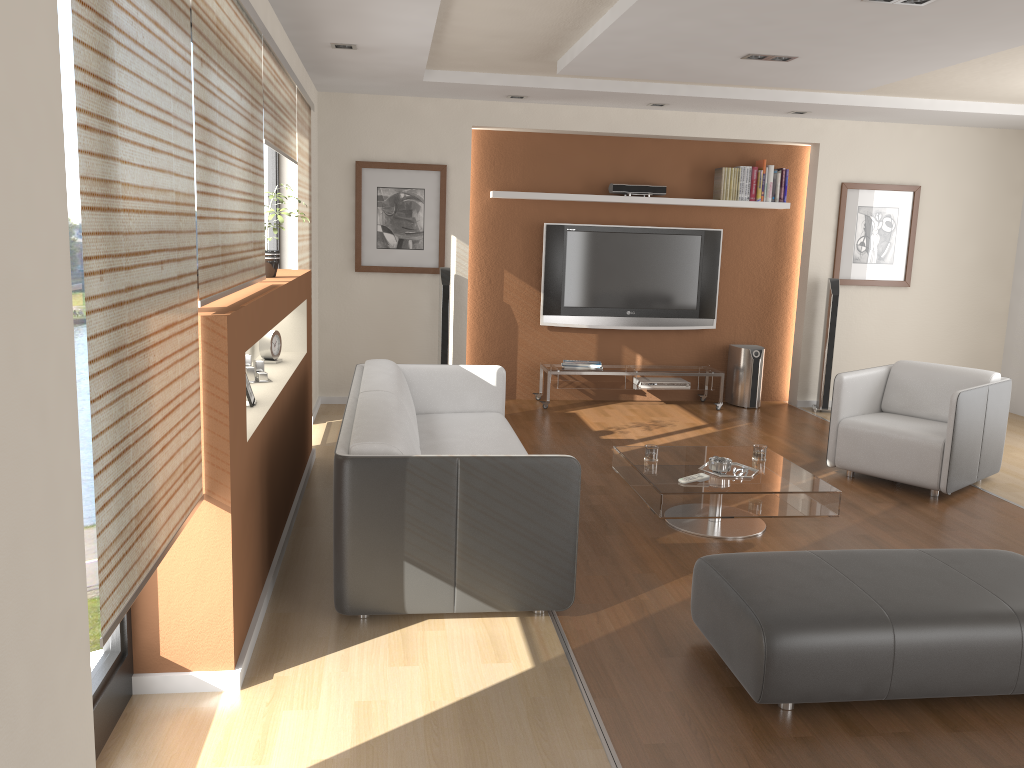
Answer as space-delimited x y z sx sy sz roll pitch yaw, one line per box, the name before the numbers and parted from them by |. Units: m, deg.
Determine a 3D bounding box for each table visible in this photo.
table | 1.075 0.581 4.665 0.900 0.300 0.900 1 10 -8

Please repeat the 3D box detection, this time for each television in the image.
television | 1.047 -0.933 7.809 1.594 0.900 0.097 1 10 -8

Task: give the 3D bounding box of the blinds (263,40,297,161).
blinds | -1.194 -1.424 4.614 0.001 0.441 1.432 1 10 -8

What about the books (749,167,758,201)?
books | 2.088 -1.745 7.761 0.053 0.293 0.169 1 10 -8

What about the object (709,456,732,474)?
object | 1.063 0.410 4.529 0.118 0.079 0.117 2 10 -1

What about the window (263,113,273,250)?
window | -1.659 -0.767 5.928 0.010 2.162 0.889 1 10 -8

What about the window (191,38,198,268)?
window | -1.379 -0.998 3.928 0.010 0.986 2.817 1 10 -8

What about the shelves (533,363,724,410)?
shelves | 1.012 0.020 7.777 1.617 0.340 0.444 1 10 -8

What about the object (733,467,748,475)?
object | 1.175 0.436 4.530 0.051 0.035 0.147 8 12 33

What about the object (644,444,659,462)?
object | 0.743 0.368 4.725 0.079 0.077 0.079 -1 10 -19

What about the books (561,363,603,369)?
books | 0.605 -0.158 7.678 0.326 0.017 0.228 1 10 -5

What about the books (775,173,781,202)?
books | 2.307 -1.720 7.795 0.028 0.248 0.169 1 10 -8

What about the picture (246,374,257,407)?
picture | -1.130 -0.023 3.671 0.133 0.216 0.159 0 10 -13

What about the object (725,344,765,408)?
object | 2.114 -0.074 7.957 0.286 0.518 0.323 1 10 -8

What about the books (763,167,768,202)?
books | 2.193 -1.744 7.777 0.022 0.293 0.167 1 10 -8

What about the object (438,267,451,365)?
object | -0.565 -0.373 7.314 0.228 1.165 0.215 0 10 -13

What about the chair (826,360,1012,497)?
chair | 2.611 0.253 5.676 0.919 0.706 0.767 -7 13 -42

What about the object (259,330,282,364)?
object | -1.307 -0.204 4.801 0.096 0.176 0.160 3 10 7

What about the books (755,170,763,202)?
books | 2.135 -1.729 7.761 0.041 0.266 0.186 1 10 -8

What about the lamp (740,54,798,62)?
lamp | 1.479 -1.914 5.088 0.291 0.087 0.146 1 10 -8

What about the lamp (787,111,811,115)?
lamp | 2.348 -2.256 7.235 0.146 0.087 0.146 1 10 -8

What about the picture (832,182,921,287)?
picture | 3.211 -1.309 7.817 0.734 0.884 0.025 1 10 -8

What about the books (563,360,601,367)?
books | 0.606 -0.183 7.674 0.326 0.017 0.228 3 10 3

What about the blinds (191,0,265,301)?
blinds | -1.011 -0.876 3.257 0.001 1.044 1.432 1 10 -8

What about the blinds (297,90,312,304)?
blinds | -1.388 -0.771 5.962 0.001 2.200 0.980 1 10 -8

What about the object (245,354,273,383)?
object | -1.232 -0.081 4.235 0.141 0.131 0.141 -4 11 -30

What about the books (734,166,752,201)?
books | 2.008 -1.747 7.754 0.104 0.295 0.146 1 10 -8

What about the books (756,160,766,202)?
books | 2.170 -1.776 7.767 0.028 0.358 0.169 1 10 -8

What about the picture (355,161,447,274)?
picture | -0.908 -1.351 7.245 0.734 0.884 0.025 1 10 -8

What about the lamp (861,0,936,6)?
lamp | 1.660 -1.680 3.771 0.291 0.087 0.146 1 10 -8

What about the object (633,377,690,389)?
object | 1.314 -0.010 7.787 0.435 0.052 0.274 1 10 -8

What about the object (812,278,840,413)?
object | 2.768 -0.338 7.777 0.228 1.165 0.215 1 10 -3

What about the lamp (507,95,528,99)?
lamp | 0.041 -2.280 6.915 0.146 0.087 0.146 1 10 -8

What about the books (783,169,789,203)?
books | 2.377 -1.738 7.802 0.029 0.286 0.169 1 10 -8

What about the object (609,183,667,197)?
object | 1.080 -1.663 7.631 0.470 0.109 0.182 1 10 -8

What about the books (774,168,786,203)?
books | 2.342 -1.742 7.796 0.041 0.293 0.169 1 10 -8

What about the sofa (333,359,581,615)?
sofa | -0.350 0.352 4.380 0.919 0.661 2.238 1 10 -8

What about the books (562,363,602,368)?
books | 0.605 -0.170 7.676 0.326 0.017 0.228 4 10 9

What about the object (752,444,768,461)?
object | 1.344 0.373 4.816 0.079 0.077 0.079 -1 10 -19

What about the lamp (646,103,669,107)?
lamp | 1.165 -2.268 7.071 0.146 0.087 0.146 1 10 -8

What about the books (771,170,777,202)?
books | 2.273 -1.736 7.794 0.041 0.278 0.157 1 10 -8

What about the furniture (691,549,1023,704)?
furniture | 1.353 0.807 3.116 1.291 0.301 0.685 1 10 -8

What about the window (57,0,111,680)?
window | -1.136 -0.125 2.115 0.010 2.093 0.889 1 10 -8

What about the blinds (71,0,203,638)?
blinds | -0.857 -0.373 2.110 0.001 1.635 0.980 1 10 -8

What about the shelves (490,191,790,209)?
shelves | 1.120 -1.585 7.654 2.612 0.050 0.200 1 10 -8

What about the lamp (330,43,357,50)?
lamp | -0.983 -2.015 5.181 0.146 0.087 0.146 1 10 -8

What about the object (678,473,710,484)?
object | 0.889 0.463 4.345 0.158 0.029 0.064 -3 11 -26

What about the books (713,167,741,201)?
books | 1.872 -1.738 7.734 0.167 0.275 0.195 1 10 -8

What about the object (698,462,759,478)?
object | 1.116 0.442 4.566 0.315 0.011 0.273 2 10 -1

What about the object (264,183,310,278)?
object | -1.214 -0.784 4.537 0.342 0.477 0.268 -1 10 -18

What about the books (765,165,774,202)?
books | 2.230 -1.752 7.774 0.050 0.313 0.179 1 10 -8
